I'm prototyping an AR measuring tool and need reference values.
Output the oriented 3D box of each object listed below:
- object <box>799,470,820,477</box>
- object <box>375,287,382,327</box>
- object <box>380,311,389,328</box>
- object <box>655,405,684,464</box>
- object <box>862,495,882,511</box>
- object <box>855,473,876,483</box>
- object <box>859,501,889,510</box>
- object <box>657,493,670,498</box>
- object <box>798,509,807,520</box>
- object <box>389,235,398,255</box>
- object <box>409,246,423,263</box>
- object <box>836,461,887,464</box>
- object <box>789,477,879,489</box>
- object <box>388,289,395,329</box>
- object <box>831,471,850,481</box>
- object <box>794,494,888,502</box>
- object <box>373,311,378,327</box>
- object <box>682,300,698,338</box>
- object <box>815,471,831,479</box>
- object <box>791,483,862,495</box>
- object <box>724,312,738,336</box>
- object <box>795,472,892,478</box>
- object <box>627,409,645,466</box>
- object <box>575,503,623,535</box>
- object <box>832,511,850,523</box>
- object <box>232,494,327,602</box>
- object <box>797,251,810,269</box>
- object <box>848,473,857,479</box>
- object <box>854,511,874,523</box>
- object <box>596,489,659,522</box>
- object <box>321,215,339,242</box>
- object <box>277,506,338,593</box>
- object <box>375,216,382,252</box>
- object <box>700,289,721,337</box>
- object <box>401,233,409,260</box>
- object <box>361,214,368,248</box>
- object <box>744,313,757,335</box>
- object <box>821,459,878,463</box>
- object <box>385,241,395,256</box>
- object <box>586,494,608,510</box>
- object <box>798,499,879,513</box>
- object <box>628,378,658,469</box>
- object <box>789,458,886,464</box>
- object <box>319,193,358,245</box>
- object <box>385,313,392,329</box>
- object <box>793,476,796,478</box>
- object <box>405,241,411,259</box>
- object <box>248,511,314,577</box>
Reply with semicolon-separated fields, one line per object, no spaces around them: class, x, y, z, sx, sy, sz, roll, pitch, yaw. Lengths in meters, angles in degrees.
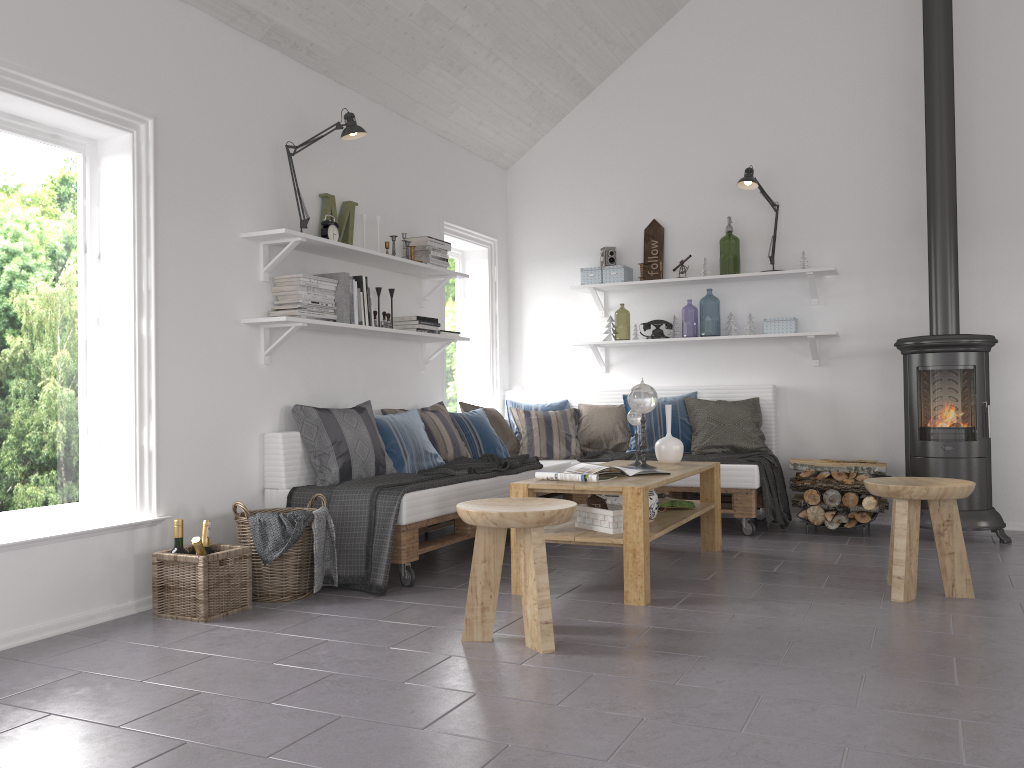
object;1.897;0.553;5.589;0.098;0.061;0.467;-1;-1;26
object;-0.772;-0.430;5.142;0.085;0.259;0.085;-1;-1;-6
object;-0.734;-0.360;5.101;0.032;0.117;0.058;-2;-1;36
object;0.857;0.276;4.841;0.155;0.325;0.155;-1;-1;-4
object;2.217;0.686;5.460;0.118;0.142;0.520;-1;-1;29
object;2.184;0.550;5.456;0.098;0.088;0.466;-1;-1;26
object;2.068;0.749;5.582;0.562;0.063;0.095;-1;-1;26
object;0.709;0.583;4.597;0.195;0.029;0.176;-1;-1;35
object;1.887;0.800;5.655;0.052;0.056;0.561;-1;-1;25
object;-0.686;-0.791;5.145;0.055;0.153;0.055;-1;-1;3
object;-0.590;-0.764;5.250;0.124;0.100;0.124;0;-1;-42
object;2.065;0.509;5.583;0.541;0.070;0.101;-1;-1;26
object;2.002;0.611;5.487;0.538;0.082;0.099;-1;-1;25
object;-0.706;-0.429;5.216;0.085;0.259;0.085;-1;-1;-6
object;2.056;0.551;5.519;0.096;0.068;0.467;-1;-1;25
object;2.108;0.752;5.681;0.569;0.078;0.115;-1;-1;26
object;-0.779;-0.360;5.047;0.032;0.117;0.058;-1;-1;-1
object;1.236;-0.451;6.163;0.111;0.270;0.111;-2;-1;43
object;1.975;0.554;5.558;0.098;0.060;0.467;-1;-1;28
object;2.014;0.646;5.448;0.562;0.063;0.095;-1;-1;26
object;1.507;-0.410;6.099;0.103;0.178;0.097;-1;-1;-12
object;2.079;0.588;5.571;0.562;0.057;0.097;-1;-1;25
object;0.672;0.274;4.791;0.109;0.329;0.109;-1;-1;-6
object;0.421;0.595;3.939;0.155;0.102;0.281;0;-1;-32
object;2.067;0.796;5.513;0.097;0.056;0.562;-1;-1;25
object;-1.025;0.719;3.929;0.393;0.432;0.393;-1;-1;12
object;1.928;-0.812;5.863;0.072;0.142;0.073;0;-1;-32
object;2.117;0.551;5.477;0.044;0.034;0.425;-1;-1;25
object;2.174;0.802;5.461;0.096;0.060;0.467;-1;-1;25
object;0.547;0.572;4.233;0.302;0.161;0.302;-1;-1;21
object;-0.950;-0.800;4.632;0.050;0.165;0.120;-1;-1;25
object;-0.982;0.730;3.916;0.349;0.356;0.290;-1;-1;19
object;-0.772;-0.842;5.130;0.084;0.256;0.084;-1;-1;-6
object;1.361;-0.486;6.097;0.137;0.335;0.137;-1;-1;14
object;-0.626;-0.795;5.160;0.066;0.160;0.066;-1;-1;12
object;-0.846;-0.841;5.083;0.084;0.256;0.084;-1;-1;-6
object;1.613;-0.404;6.013;0.088;0.161;0.093;-1;-1;35
object;2.093;0.511;5.663;0.467;0.063;0.095;-1;-1;25
object;-0.702;-0.759;4.993;0.088;0.085;0.088;0;-1;-42
object;0.394;0.575;3.999;0.090;0.139;0.182;-1;-1;-10
object;1.987;0.747;5.412;0.468;0.069;0.095;-1;-1;25
object;0.679;0.202;4.593;0.155;0.468;0.155;-1;-1;4
object;2.012;0.505;5.493;0.562;0.074;0.095;-1;-1;26
object;-0.962;-0.869;4.878;0.052;0.311;0.330;-1;-1;25
object;-0.704;-0.353;5.053;0.032;0.102;0.058;-1;-1;20
object;2.057;0.629;5.602;0.539;0.070;0.101;-1;-1;26
object;-0.629;-0.788;5.339;0.055;0.153;0.055;-1;-1;-7
object;-1.002;0.712;3.861;0.303;0.332;0.367;-1;-1;-19
